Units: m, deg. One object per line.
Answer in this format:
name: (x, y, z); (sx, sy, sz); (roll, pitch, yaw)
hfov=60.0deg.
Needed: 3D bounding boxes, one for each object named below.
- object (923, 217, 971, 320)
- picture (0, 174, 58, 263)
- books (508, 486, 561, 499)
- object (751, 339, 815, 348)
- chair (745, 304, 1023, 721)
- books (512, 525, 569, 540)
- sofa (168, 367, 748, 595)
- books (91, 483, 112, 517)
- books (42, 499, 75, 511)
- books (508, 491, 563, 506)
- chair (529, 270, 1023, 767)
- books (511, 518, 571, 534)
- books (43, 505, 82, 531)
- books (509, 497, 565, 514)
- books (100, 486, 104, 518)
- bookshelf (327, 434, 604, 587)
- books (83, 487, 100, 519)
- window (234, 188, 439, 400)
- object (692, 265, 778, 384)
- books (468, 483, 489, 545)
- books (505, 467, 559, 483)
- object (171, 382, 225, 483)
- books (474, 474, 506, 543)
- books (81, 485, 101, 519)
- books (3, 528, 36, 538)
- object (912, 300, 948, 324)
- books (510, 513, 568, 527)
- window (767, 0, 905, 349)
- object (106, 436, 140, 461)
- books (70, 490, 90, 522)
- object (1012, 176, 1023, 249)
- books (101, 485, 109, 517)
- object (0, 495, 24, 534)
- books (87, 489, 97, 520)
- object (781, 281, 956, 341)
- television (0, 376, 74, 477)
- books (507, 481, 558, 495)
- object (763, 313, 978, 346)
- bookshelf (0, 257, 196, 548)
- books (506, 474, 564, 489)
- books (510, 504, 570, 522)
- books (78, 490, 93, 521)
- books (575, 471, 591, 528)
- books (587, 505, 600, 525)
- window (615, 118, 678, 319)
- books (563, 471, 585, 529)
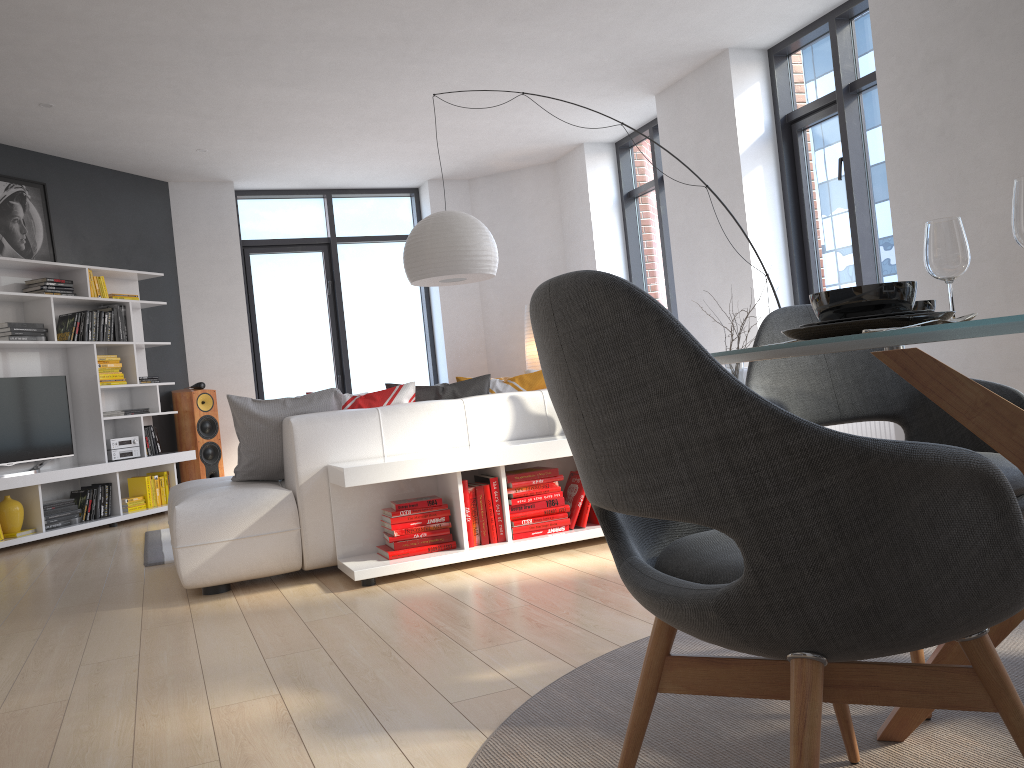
object: (0.866, -0.216, 1.758); (0.083, 0.220, 0.083); (-6, 0, 40)
picture: (-3.898, -1.225, 6.457); (0.076, 0.707, 1.279); (-6, 0, 23)
books: (0.081, 0.492, 4.069); (0.236, 0.023, 0.178); (-6, 0, -22)
object: (0.554, -0.075, 1.401); (0.360, 0.002, 0.360); (-6, 0, 43)
chair: (0.919, 0.219, 2.118); (0.655, 0.891, 0.619); (-6, 0, -16)
books: (0.095, 0.669, 4.064); (0.274, 0.029, 0.200); (-6, 0, -22)
sofa: (-0.331, 0.445, 5.517); (3.424, 0.732, 2.614); (-6, 0, -22)
books: (-3.218, 0.910, 6.943); (0.197, 0.260, 0.066); (-6, 0, 23)
books: (-3.441, 0.899, 6.543); (0.250, 0.047, 0.310); (-6, 0, 18)
books: (0.073, 0.518, 4.070); (0.261, 0.027, 0.191); (-6, 0, -26)
chair: (0.380, 0.272, 1.288); (0.619, 0.891, 0.655); (-6, 0, -21)
books: (0.101, 0.639, 4.049); (0.282, 0.030, 0.188); (-6, 0, -21)
books: (-3.409, 0.988, 6.539); (0.277, 0.137, 0.343); (-6, 0, 18)
books: (0.073, 0.552, 4.086); (0.279, 0.039, 0.206); (-6, 0, -21)
books: (-3.239, 0.921, 6.875); (0.179, 0.243, 0.068); (-6, 0, 22)
bookshelf: (0.475, 0.473, 4.238); (2.600, 0.500, 0.356); (-6, 0, -22)
books: (-3.240, 0.922, 6.821); (0.172, 0.242, 0.069); (-6, 0, 24)
window: (-1.815, -0.829, 9.288); (1.960, 2.402, 0.170); (-6, 0, -22)
object: (1.178, -0.225, 4.532); (0.406, 0.744, 0.607); (-6, 0, 18)
books: (-0.167, 0.580, 3.976); (0.034, 0.259, 0.207); (-6, 0, -22)
books: (0.053, 0.416, 4.072); (0.259, 0.034, 0.206); (-6, 0, -25)
object: (-2.847, 0.538, 7.980); (0.434, 1.088, 0.290); (-6, 0, 38)
books: (-0.100, 0.557, 3.998); (0.049, 0.291, 0.214); (-6, 0, -22)
books: (-3.256, 0.916, 6.852); (0.192, 0.254, 0.075); (-6, 0, 22)
books: (-3.523, 1.053, 6.213); (0.270, 0.029, 0.204); (-6, 0, 8)
object: (0.895, -0.146, 2.048); (0.258, 0.074, 0.258); (-6, 0, -42)
books: (0.095, 0.613, 4.052); (0.266, 0.026, 0.187); (-6, 0, -23)
window: (2.301, -1.271, 5.868); (0.170, 2.402, 1.310); (-6, 0, -22)
object: (-3.226, 0.531, 7.196); (0.270, 0.174, 0.285); (-6, 0, 23)
books: (-3.298, 0.930, 6.738); (0.182, 0.234, 0.104); (-6, 0, 23)
object: (0.825, -0.213, 1.373); (0.083, 0.220, 0.083); (-6, 0, 6)
books: (-3.230, 0.915, 6.911); (0.191, 0.249, 0.084); (-6, 0, 23)
object: (-3.513, 0.908, 6.193); (0.185, 0.257, 0.185); (-6, 0, 0)
books: (-3.265, 0.927, 6.794); (0.169, 0.233, 0.081); (-6, 0, 22)
object: (0.558, -0.114, 1.403); (0.258, 0.074, 0.258); (-6, 0, -42)
television: (-3.659, 0.307, 6.388); (0.207, 0.704, 1.102); (-6, 0, 23)
books: (0.058, 0.471, 4.070); (0.257, 0.025, 0.182); (-6, 0, -22)
object: (0.556, -0.083, 1.395); (0.206, 0.015, 0.309); (-6, 0, -18)
bookshelf: (-3.574, 0.123, 6.353); (0.455, 2.052, 3.000); (-6, 0, 23)
books: (0.076, 0.444, 4.071); (0.266, 0.026, 0.187); (-6, 0, -28)
books: (0.082, 0.586, 4.087); (0.301, 0.032, 0.227); (-6, 0, -22)
books: (-3.290, 0.930, 6.771); (0.187, 0.234, 0.096); (-6, 0, 23)
books: (0.322, 0.535, 4.146); (0.115, 0.245, 0.192); (-6, 0, -22)
books: (0.378, 0.514, 4.170); (0.046, 0.282, 0.199); (-6, 0, -22)
window: (1.441, -1.173, 8.000); (0.170, 2.402, 1.310); (-6, 0, -22)
books: (0.281, 0.539, 4.137); (0.144, 0.247, 0.188); (-6, 0, -22)
